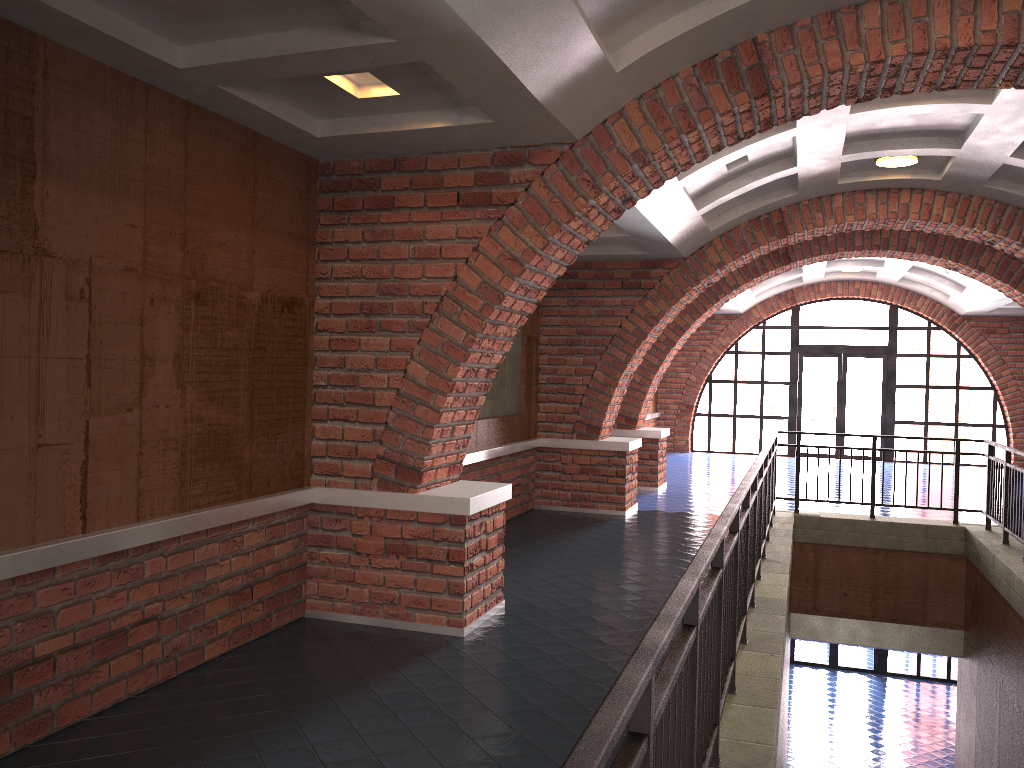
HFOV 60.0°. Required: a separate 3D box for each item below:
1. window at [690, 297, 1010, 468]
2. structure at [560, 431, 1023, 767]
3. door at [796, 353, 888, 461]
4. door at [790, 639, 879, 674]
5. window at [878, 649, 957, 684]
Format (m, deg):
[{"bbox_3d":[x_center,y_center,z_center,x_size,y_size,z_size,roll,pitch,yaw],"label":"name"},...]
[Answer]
[{"bbox_3d":[6.991,-0.102,18.642,6.353,3.471,0.100,2,1,18],"label":"window"},{"bbox_3d":[2.342,3.419,4.880,2.464,5.665,11.177,2,1,18],"label":"structure"},{"bbox_3d":[6.929,0.465,18.670,1.754,2.236,0.040,2,1,18],"label":"door"},{"bbox_3d":[6.816,4.913,18.720,1.754,2.236,0.040,2,1,18],"label":"door"},{"bbox_3d":[6.880,4.295,18.690,6.353,3.471,0.100,2,1,18],"label":"window"}]
